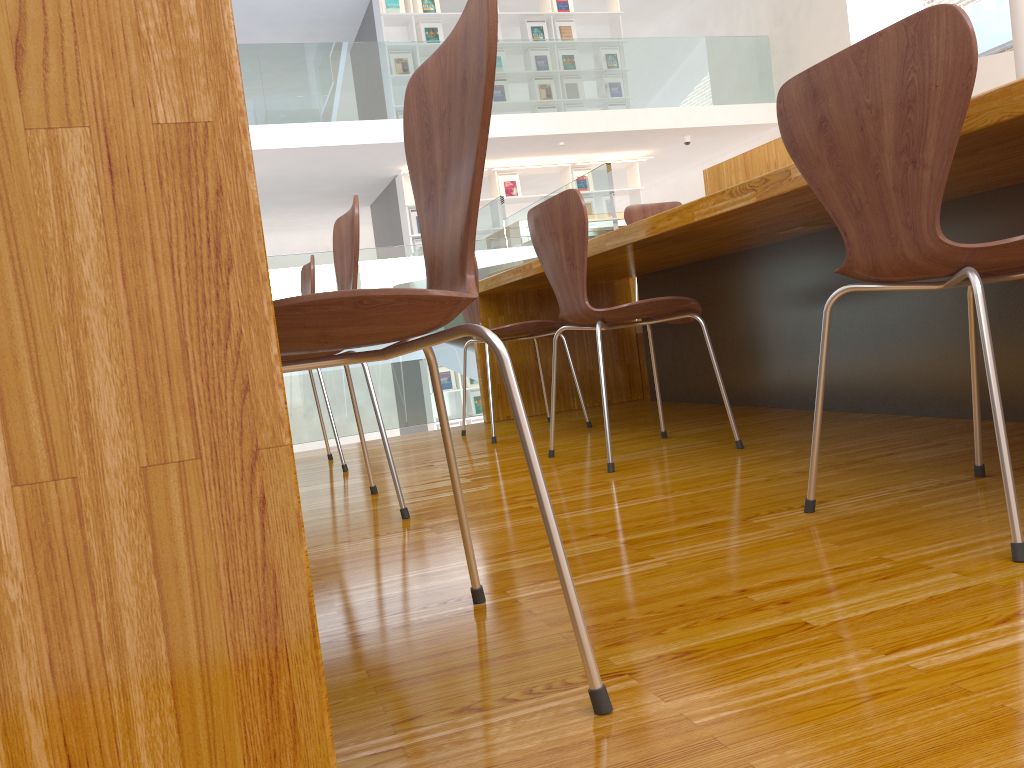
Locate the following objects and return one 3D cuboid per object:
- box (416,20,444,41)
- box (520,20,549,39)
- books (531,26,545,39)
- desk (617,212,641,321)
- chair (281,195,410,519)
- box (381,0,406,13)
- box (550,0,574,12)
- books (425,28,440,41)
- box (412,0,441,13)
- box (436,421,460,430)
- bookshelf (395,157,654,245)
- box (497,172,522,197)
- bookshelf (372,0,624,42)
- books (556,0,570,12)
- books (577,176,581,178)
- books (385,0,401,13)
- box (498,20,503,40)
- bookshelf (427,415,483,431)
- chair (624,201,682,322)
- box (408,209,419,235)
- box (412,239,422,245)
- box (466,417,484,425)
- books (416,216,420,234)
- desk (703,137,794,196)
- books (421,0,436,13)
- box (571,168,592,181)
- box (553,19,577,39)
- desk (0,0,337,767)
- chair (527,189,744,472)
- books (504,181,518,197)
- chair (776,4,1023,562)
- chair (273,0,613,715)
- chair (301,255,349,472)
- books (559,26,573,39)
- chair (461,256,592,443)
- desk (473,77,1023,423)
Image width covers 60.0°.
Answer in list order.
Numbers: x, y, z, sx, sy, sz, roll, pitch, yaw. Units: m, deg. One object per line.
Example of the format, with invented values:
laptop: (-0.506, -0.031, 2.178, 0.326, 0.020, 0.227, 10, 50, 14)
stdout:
box: (-0.905, -3.869, 9.876, 0.245, 0.296, 0.274, -8, 3, -18)
box: (0.267, -4.033, 10.256, 0.245, 0.296, 0.274, -8, 3, -18)
books: (0.301, -3.993, 10.159, 0.145, 0.210, 0.037, -8, 3, -18)
desk: (1.570, -0.894, 6.340, 3.196, 0.757, 1.248, -8, 3, -18)
chair: (-0.499, -0.037, 1.993, 0.381, 0.693, 0.428, -8, 3, -18)
box: (-1.321, -4.140, 9.738, 0.245, 0.296, 0.274, -8, 3, -18)
box: (0.561, -4.406, 10.348, 0.245, 0.296, 0.274, -8, 3, -18)
books: (-0.877, -3.824, 9.774, 0.145, 0.210, 0.037, -8, 3, -18)
box: (-0.947, -4.192, 9.859, 0.245, 0.296, 0.274, -8, 3, -18)
box: (-0.707, 0.579, 9.979, 0.245, 0.296, 0.274, -8, 3, -18)
bookshelf: (0.285, -1.622, 10.210, 2.984, 1.836, 0.498, -8, 3, -18)
box: (-0.053, -2.256, 10.165, 0.245, 0.296, 0.274, -8, 3, -18)
bookshelf: (0.030, -3.650, 10.110, 2.984, 1.836, 0.498, -8, 3, -18)
books: (0.592, -4.352, 10.250, 0.145, 0.210, 0.037, -8, 3, -18)
books: (0.847, -2.321, 10.351, 0.145, 0.210, 0.037, -8, 3, -18)
books: (-1.294, -4.105, 9.639, 0.145, 0.210, 0.037, -8, 3, -18)
box: (-0.263, -3.958, 10.084, 0.245, 0.296, 0.274, -8, 3, -18)
bookshelf: (0.541, 0.421, 10.311, 2.984, 1.836, 0.498, -8, 3, -18)
chair: (0.822, -0.718, 5.383, 0.428, 0.693, 0.381, -8, 3, -18)
box: (-1.011, -1.789, 9.860, 0.245, 0.296, 0.274, -8, 3, -18)
box: (-0.964, -1.464, 9.878, 0.245, 0.296, 0.274, -8, 3, -18)
box: (-0.353, 0.529, 10.094, 0.245, 0.296, 0.274, -8, 3, -18)
books: (-0.969, -1.748, 9.762, 0.145, 0.210, 0.037, -8, 3, -18)
desk: (2.537, -0.728, 3.640, 3.194, 0.762, 1.247, -8, 3, -18)
books: (-0.915, -4.155, 9.762, 0.145, 0.210, 0.037, -8, 3, -18)
box: (0.816, -2.378, 10.449, 0.245, 0.296, 0.274, -8, 3, -18)
box: (0.602, -4.081, 10.364, 0.245, 0.296, 0.274, -8, 3, -18)
desk: (-1.146, 0.310, 1.712, 1.248, 1.022, 3.216, -8, 3, -18)
chair: (0.302, -0.156, 2.369, 0.381, 0.693, 0.428, -8, 3, -18)
books: (-0.010, -2.200, 10.073, 0.145, 0.210, 0.037, -8, 3, -18)
chair: (0.684, -0.152, 1.317, 0.381, 0.693, 0.428, -8, 3, -18)
chair: (-0.193, -0.023, 0.929, 0.381, 0.693, 0.428, -8, 3, -18)
chair: (-0.799, -0.045, 2.916, 0.381, 0.693, 0.428, -8, 3, -18)
books: (0.631, -4.040, 10.266, 0.145, 0.210, 0.037, -8, 3, -18)
chair: (0.002, -0.164, 3.292, 0.381, 0.693, 0.428, -8, 3, -18)
desk: (0.716, -0.167, 2.405, 0.760, 0.606, 3.356, -8, 3, -18)
